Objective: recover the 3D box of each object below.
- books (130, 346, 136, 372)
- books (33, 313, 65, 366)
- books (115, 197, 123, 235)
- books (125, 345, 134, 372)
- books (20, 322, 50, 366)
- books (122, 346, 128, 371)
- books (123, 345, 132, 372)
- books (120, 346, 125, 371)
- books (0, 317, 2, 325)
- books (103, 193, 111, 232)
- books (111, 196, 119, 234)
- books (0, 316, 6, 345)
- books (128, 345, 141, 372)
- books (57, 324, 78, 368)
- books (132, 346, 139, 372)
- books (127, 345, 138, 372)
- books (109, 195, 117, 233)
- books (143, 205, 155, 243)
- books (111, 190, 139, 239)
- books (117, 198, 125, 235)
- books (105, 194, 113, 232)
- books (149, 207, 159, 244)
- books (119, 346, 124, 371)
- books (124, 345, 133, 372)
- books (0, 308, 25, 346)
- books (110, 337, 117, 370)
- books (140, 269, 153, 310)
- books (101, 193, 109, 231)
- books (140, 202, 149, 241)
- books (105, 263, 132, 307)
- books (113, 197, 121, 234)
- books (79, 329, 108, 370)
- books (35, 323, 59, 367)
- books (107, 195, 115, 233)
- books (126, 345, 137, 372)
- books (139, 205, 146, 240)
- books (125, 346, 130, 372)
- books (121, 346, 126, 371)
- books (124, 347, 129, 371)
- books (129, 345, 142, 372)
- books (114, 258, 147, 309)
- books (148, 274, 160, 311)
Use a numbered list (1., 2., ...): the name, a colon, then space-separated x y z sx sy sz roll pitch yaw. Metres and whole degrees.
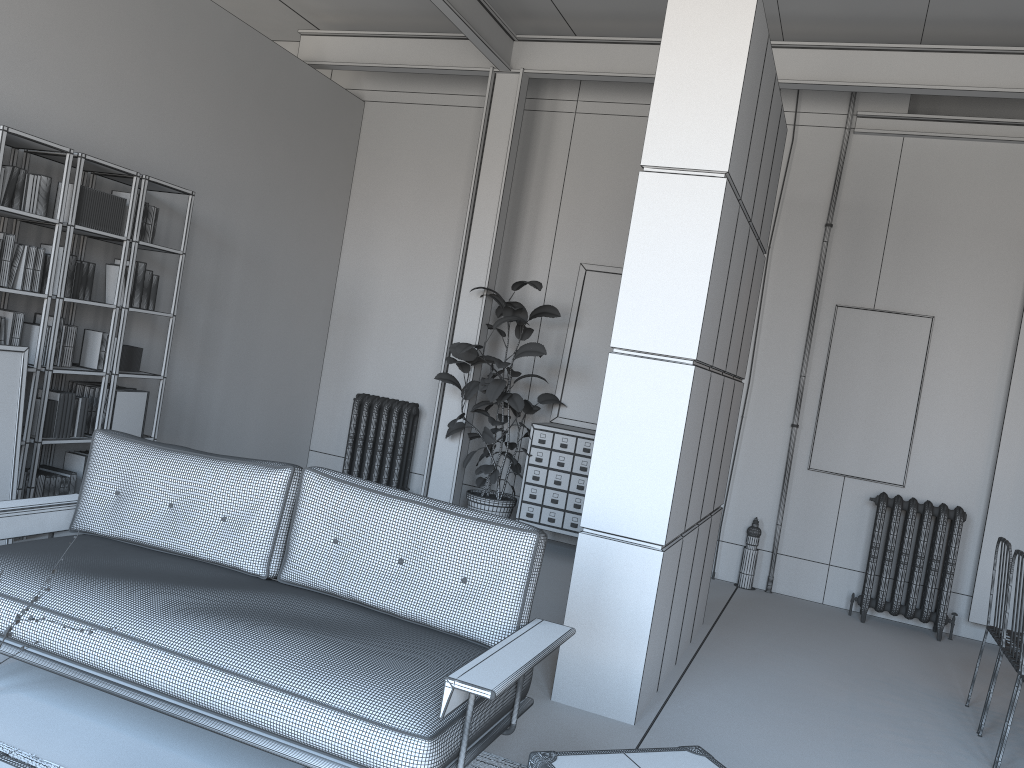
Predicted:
1. books: -2.576 -0.168 5.907 0.134 0.177 0.012 10 1 21
2. books: -2.839 -0.271 5.393 0.222 0.303 0.038 10 1 21
3. books: -2.501 -1.048 5.492 0.182 0.240 0.016 10 1 21
4. books: -2.580 -0.169 5.897 0.134 0.177 0.012 10 1 21
5. books: -2.855 -0.238 5.274 0.178 0.244 0.057 10 1 21
6. books: -2.600 -0.171 5.842 0.134 0.177 0.012 10 1 21
7. books: -2.588 -0.170 5.875 0.134 0.177 0.012 10 1 21
8. books: -2.608 -0.172 5.821 0.134 0.177 0.012 10 1 21
9. books: -2.968 -0.261 4.957 0.193 0.265 0.062 10 1 21
10. books: -2.534 -1.051 5.404 0.182 0.240 0.016 10 1 21
11. books: -2.512 -1.049 5.463 0.182 0.240 0.016 10 1 21
12. books: -2.963 -0.260 5.032 0.193 0.267 0.084 10 1 19
13. books: -2.560 -0.167 5.951 0.134 0.177 0.012 10 1 21
14. books: -2.788 -0.242 5.440 0.193 0.265 0.091 10 1 21
15. books: -2.564 -0.167 5.940 0.134 0.177 0.012 10 1 21
16. books: -2.568 -0.168 5.929 0.134 0.177 0.012 10 1 21
17. books: -2.517 -1.049 5.448 0.182 0.240 0.016 10 1 21
18. books: -2.438 -1.052 5.786 0.180 0.248 0.054 10 1 21
19. books: -2.485 -1.079 5.674 0.243 0.299 0.048 10 1 21
20. books: -2.495 -1.047 5.507 0.182 0.240 0.016 10 1 21
21. books: -2.528 -1.051 5.419 0.182 0.240 0.016 10 1 21
22. books: -2.415 -1.047 5.829 0.168 0.243 0.029 10 1 16
23. books: -2.612 -0.172 5.810 0.134 0.177 0.012 10 1 21
24. books: -2.584 -0.169 5.886 0.134 0.177 0.012 10 1 21
25. books: -2.932 -0.279 5.101 0.222 0.303 0.071 10 1 21
26. books: -2.653 -0.206 5.789 0.176 0.232 0.015 10 1 21
27. books: -2.484 -0.631 5.854 0.195 0.266 0.091 10 1 21
28. books: -2.539 -1.052 5.389 0.182 0.240 0.016 10 1 21
29. books: -2.456 -1.059 5.751 0.189 0.258 0.027 10 1 21
30. books: -2.522 -0.633 5.693 0.195 0.268 0.084 10 1 22
31. books: -2.506 -1.048 5.478 0.182 0.240 0.016 10 1 21
32. books: -2.695 -0.222 5.701 0.170 0.245 0.043 10 1 21
33. books: -2.824 -0.234 5.326 0.178 0.244 0.057 10 1 21
34. books: -2.523 -1.050 5.433 0.182 0.240 0.016 10 1 21
35. books: -2.572 -0.168 5.918 0.134 0.177 0.012 10 1 21
36. books: -2.468 -1.051 5.721 0.194 0.241 0.030 10 1 17
37. books: -2.592 -0.170 5.864 0.134 0.177 0.012 10 1 21
38. books: -2.604 -0.171 5.832 0.134 0.177 0.012 10 1 21
39. books: -2.596 -0.170 5.853 0.134 0.177 0.012 10 1 21
40. books: -2.556 -0.166 5.962 0.134 0.177 0.012 10 1 21
41. books: -2.494 -0.652 5.762 0.224 0.304 0.071 10 1 21
42. books: -2.455 -0.617 5.930 0.180 0.244 0.057 10 1 21
